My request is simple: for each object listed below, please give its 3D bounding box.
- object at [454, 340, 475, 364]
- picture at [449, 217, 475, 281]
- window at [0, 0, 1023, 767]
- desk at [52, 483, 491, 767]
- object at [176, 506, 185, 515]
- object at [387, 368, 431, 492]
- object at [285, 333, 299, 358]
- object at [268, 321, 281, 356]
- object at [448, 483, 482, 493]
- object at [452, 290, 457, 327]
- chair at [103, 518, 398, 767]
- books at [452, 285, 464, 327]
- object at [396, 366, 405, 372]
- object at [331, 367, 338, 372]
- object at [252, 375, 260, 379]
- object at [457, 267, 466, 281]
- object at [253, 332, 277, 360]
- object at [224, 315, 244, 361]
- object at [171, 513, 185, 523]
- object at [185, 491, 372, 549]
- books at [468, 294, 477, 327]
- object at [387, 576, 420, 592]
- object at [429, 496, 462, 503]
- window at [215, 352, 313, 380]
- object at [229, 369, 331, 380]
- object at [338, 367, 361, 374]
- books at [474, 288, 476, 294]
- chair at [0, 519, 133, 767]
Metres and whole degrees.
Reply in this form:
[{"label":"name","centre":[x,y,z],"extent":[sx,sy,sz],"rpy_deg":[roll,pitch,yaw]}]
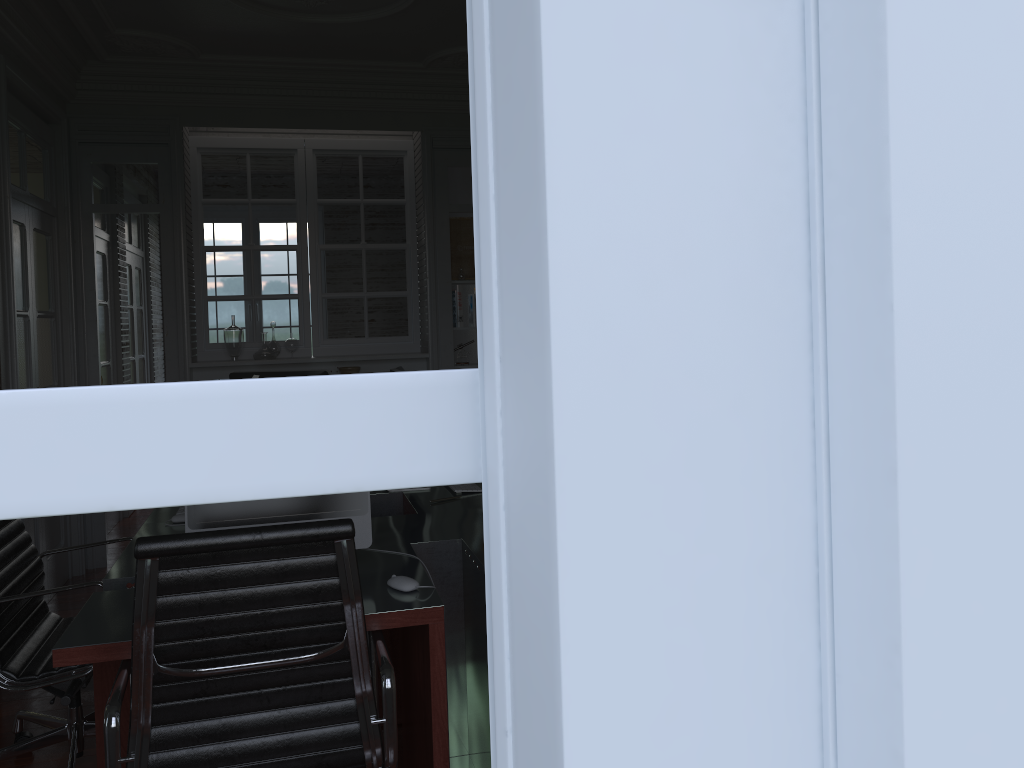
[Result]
[{"label":"object","centre":[-0.344,-0.216,5.962],"extent":[0.177,0.161,0.093],"rpy_deg":[-1,2,14]},{"label":"picture","centre":[-0.275,-0.916,6.008],"extent":[0.326,0.434,0.009],"rpy_deg":[-2,1,-14]},{"label":"window","centre":[0.075,-0.269,0.218],"extent":[1.528,1.982,0.127],"rpy_deg":[-2,1,-14]},{"label":"desk","centre":[-0.669,0.829,3.313],"extent":[1.301,0.726,2.512],"rpy_deg":[-3,4,-14]},{"label":"object","centre":[-1.237,0.462,3.490],"extent":[0.118,0.017,0.440],"rpy_deg":[-3,4,-14]},{"label":"object","centre":[-0.453,0.187,3.684],"extent":[0.190,0.484,0.484],"rpy_deg":[-2,3,-14]},{"label":"object","centre":[-1.453,-0.242,5.846],"extent":[0.094,0.188,0.094],"rpy_deg":[-3,2,-39]},{"label":"object","centre":[-1.554,-0.275,5.773],"extent":[0.088,0.271,0.088],"rpy_deg":[-2,1,-19]},{"label":"object","centre":[-0.224,0.410,3.718],"extent":[0.118,0.017,0.440],"rpy_deg":[-3,4,-14]},{"label":"object","centre":[-0.428,-0.508,6.021],"extent":[0.078,0.249,0.115],"rpy_deg":[-2,2,-14]},{"label":"chair","centre":[-0.605,0.780,2.038],"extent":[0.665,1.022,0.700],"rpy_deg":[-2,2,-10]},{"label":"books","centre":[-0.375,-0.530,6.052],"extent":[0.042,0.286,0.216],"rpy_deg":[-2,2,-14]},{"label":"object","centre":[-0.772,0.019,5.858],"extent":[0.166,0.272,0.188],"rpy_deg":[-1,2,21]},{"label":"object","centre":[-1.152,0.034,5.706],"extent":[0.128,0.287,0.128],"rpy_deg":[0,2,43]},{"label":"object","centre":[-1.022,0.218,3.515],"extent":[0.190,0.484,0.484],"rpy_deg":[-2,3,-14]},{"label":"object","centre":[-0.337,-0.734,5.907],"extent":[0.056,0.090,0.056],"rpy_deg":[-2,2,-11]},{"label":"object","centre":[-1.576,-0.229,5.645],"extent":[0.148,0.200,0.148],"rpy_deg":[-3,3,-32]},{"label":"object","centre":[-1.782,-0.284,5.676],"extent":[0.129,0.315,0.129],"rpy_deg":[-2,2,11]},{"label":"object","centre":[-1.163,0.477,3.170],"extent":[0.106,0.028,0.059],"rpy_deg":[-3,4,-15]},{"label":"object","centre":[-0.640,0.287,2.437],"extent":[0.484,0.484,0.190],"rpy_deg":[-3,2,-14]},{"label":"books","centre":[-0.268,-0.503,6.053],"extent":[0.026,0.223,0.161],"rpy_deg":[-2,2,-14]},{"label":"object","centre":[-0.284,0.514,2.292],"extent":[0.106,0.028,0.059],"rpy_deg":[2,5,45]},{"label":"object","centre":[-0.253,0.440,3.386],"extent":[0.149,0.011,0.011],"rpy_deg":[-5,4,-38]},{"label":"window","centre":[-2.719,-0.884,9.267],"extent":[1.540,1.936,0.127],"rpy_deg":[-2,1,-14]},{"label":"object","centre":[-1.047,0.180,4.026],"extent":[0.483,0.484,0.190],"rpy_deg":[-1,2,11]},{"label":"object","centre":[-1.055,0.029,5.781],"extent":[0.143,0.278,0.143],"rpy_deg":[-2,2,0]},{"label":"books","centre":[-0.230,-0.527,6.061],"extent":[0.055,0.268,0.192],"rpy_deg":[-2,2,-14]},{"label":"chair","centre":[-1.387,0.745,2.830],"extent":[0.699,1.022,0.666],"rpy_deg":[-3,2,-20]}]
